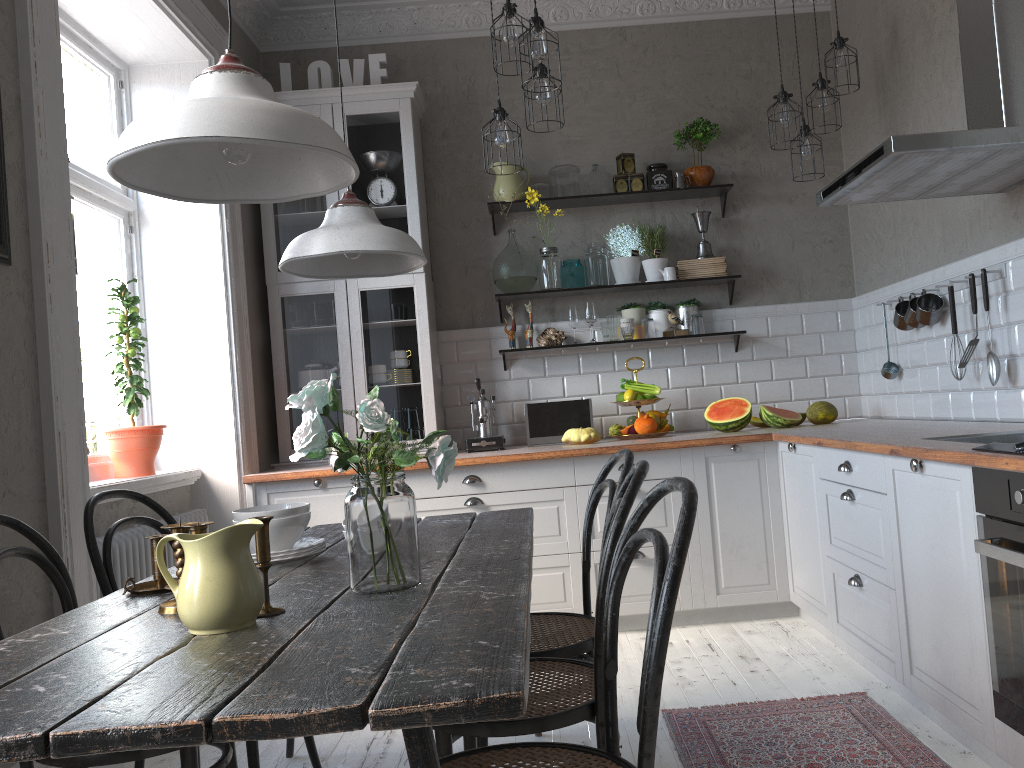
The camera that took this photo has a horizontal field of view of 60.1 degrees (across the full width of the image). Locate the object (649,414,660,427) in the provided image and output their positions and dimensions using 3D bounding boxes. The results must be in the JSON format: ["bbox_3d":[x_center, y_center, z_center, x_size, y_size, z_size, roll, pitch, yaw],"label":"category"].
[{"bbox_3d":[0.713,0.192,4.541,0.087,0.078,0.089,-5,-2,27],"label":"object"}]

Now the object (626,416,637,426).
[{"bbox_3d":[0.653,0.201,4.662,0.077,0.076,0.157,-5,-2,27],"label":"object"}]

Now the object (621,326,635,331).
[{"bbox_3d":[0.617,-0.276,4.706,0.077,0.051,0.077,-4,-2,-7],"label":"object"}]

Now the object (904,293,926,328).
[{"bbox_3d":[1.806,-0.329,3.933,0.108,0.161,0.137,-5,-2,3],"label":"object"}]

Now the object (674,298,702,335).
[{"bbox_3d":[0.972,-0.361,4.856,0.159,0.213,0.152,-5,-2,-2],"label":"object"}]

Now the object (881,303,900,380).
[{"bbox_3d":[1.831,-0.210,4.319,0.077,0.378,0.082,-5,-2,0],"label":"object"}]

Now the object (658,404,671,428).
[{"bbox_3d":[0.786,0.166,4.608,0.060,0.120,0.127,-5,-2,24],"label":"object"}]

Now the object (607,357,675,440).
[{"bbox_3d":[0.653,0.071,4.593,0.356,0.425,0.348,-4,-2,-15],"label":"object"}]

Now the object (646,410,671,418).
[{"bbox_3d":[0.759,0.162,4.615,0.127,0.056,0.059,-4,-2,-8],"label":"object"}]

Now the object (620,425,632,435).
[{"bbox_3d":[0.594,0.240,4.571,0.084,0.057,0.090,-6,-2,32],"label":"object"}]

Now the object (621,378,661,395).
[{"bbox_3d":[0.662,0.013,4.569,0.210,0.101,0.067,-5,-2,6],"label":"object"}]

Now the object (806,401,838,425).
[{"bbox_3d":[1.577,0.146,4.508,0.208,0.119,0.129,-3,-2,-37],"label":"object"}]

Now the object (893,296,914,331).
[{"bbox_3d":[1.809,-0.325,4.062,0.107,0.161,0.138,-5,-2,13],"label":"object"}]

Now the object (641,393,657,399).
[{"bbox_3d":[0.702,0.077,4.573,0.077,0.062,0.099,-4,-2,-27],"label":"object"}]

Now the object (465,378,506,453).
[{"bbox_3d":[-0.149,0.159,4.529,0.206,0.370,0.353,-5,-2,1],"label":"object"}]

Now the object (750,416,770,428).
[{"bbox_3d":[1.329,0.197,4.650,0.198,0.067,0.103,-5,-2,6],"label":"object"}]

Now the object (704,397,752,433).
[{"bbox_3d":[1.081,0.157,4.427,0.232,0.174,0.220,-5,-2,22],"label":"object"}]

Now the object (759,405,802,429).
[{"bbox_3d":[1.339,0.158,4.380,0.227,0.127,0.147,-4,-2,-17],"label":"object"}]

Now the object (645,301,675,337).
[{"bbox_3d":[0.807,-0.350,4.845,0.170,0.214,0.150,-6,-2,30],"label":"object"}]

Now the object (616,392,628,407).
[{"bbox_3d":[0.590,0.079,4.597,0.097,0.078,0.100,-4,-2,-13],"label":"object"}]

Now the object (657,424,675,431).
[{"bbox_3d":[0.752,0.229,4.655,0.212,0.044,0.055,-6,-2,38],"label":"object"}]

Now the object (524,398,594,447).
[{"bbox_3d":[0.247,0.202,4.620,0.352,0.226,0.088,-5,-2,-1],"label":"object"}]

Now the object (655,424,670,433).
[{"bbox_3d":[0.766,0.233,4.533,0.069,0.051,0.088,-3,-2,-42],"label":"object"}]

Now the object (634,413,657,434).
[{"bbox_3d":[0.672,0.204,4.465,0.115,0.110,0.109,-3,-2,-32],"label":"object"}]

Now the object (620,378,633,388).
[{"bbox_3d":[0.594,-0.003,4.573,0.074,0.058,0.050,-4,-2,-23],"label":"object"}]

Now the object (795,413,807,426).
[{"bbox_3d":[1.444,0.182,4.555,0.204,0.073,0.117,-3,-2,-37],"label":"object"}]

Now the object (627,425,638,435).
[{"bbox_3d":[0.610,0.249,4.586,0.070,0.076,0.226,-4,-2,-17],"label":"object"}]

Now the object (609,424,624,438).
[{"bbox_3d":[0.555,0.241,4.606,0.075,0.072,0.154,-6,-2,30],"label":"object"}]

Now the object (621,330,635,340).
[{"bbox_3d":[0.618,-0.259,4.705,0.077,0.051,0.077,-4,-2,-7],"label":"object"}]

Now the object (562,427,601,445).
[{"bbox_3d":[0.344,0.259,4.417,0.197,0.083,0.189,-5,-2,1],"label":"object"}]

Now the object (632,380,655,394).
[{"bbox_3d":[0.693,0.023,4.637,0.178,0.096,0.089,-5,-2,20],"label":"object"}]

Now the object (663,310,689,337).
[{"bbox_3d":[0.881,-0.324,4.758,0.120,0.147,0.099,-4,-2,-32],"label":"object"}]

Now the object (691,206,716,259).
[{"bbox_3d":[1.041,-0.814,4.822,0.132,0.287,0.129,-4,-2,-15],"label":"object"}]

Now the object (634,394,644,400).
[{"bbox_3d":[0.645,0.079,4.538,0.063,0.061,0.066,-5,-2,0],"label":"object"}]

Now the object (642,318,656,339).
[{"bbox_3d":[0.733,-0.295,4.763,0.078,0.108,0.077,-4,-2,-6],"label":"object"}]

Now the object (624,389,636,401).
[{"bbox_3d":[0.602,0.059,4.523,0.058,0.069,0.080,-5,-2,20],"label":"object"}]

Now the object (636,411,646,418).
[{"bbox_3d":[0.683,0.187,4.655,0.085,0.093,0.086,-4,-2,-4],"label":"object"}]

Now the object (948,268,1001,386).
[{"bbox_3d":[1.770,-0.208,3.433,0.081,0.443,0.329,-5,-2,2],"label":"object"}]

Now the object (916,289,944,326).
[{"bbox_3d":[1.793,-0.332,3.806,0.107,0.161,0.138,-5,-2,17],"label":"object"}]

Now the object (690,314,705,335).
[{"bbox_3d":[0.991,-0.317,4.741,0.078,0.108,0.077,-4,-2,-6],"label":"object"}]
